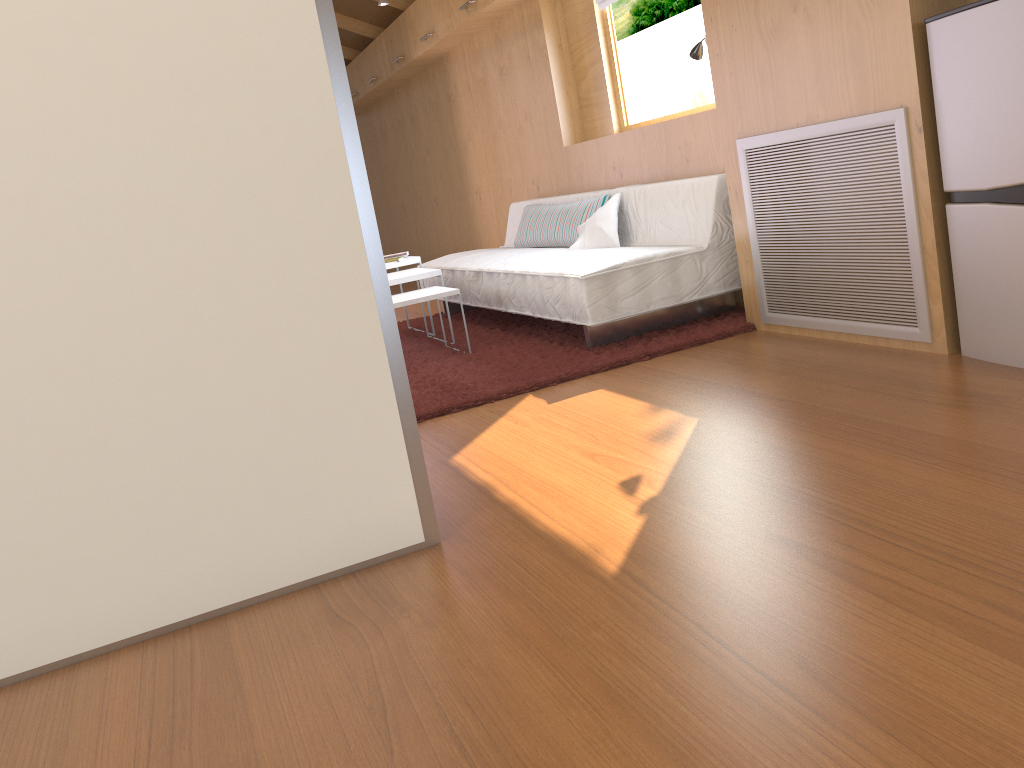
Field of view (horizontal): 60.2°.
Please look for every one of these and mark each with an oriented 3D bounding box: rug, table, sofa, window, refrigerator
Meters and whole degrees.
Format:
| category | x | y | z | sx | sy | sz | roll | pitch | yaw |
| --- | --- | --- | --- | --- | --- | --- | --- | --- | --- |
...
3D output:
| category | x | y | z | sx | sy | sz | roll | pitch | yaw |
| --- | --- | --- | --- | --- | --- | --- | --- | --- | --- |
| rug | -0.099 | -0.229 | 4.454 | 1.897 | 0.020 | 2.497 | -15 | 13 | -20 |
| table | -0.768 | -0.445 | 4.890 | 0.488 | 0.433 | 0.528 | -14 | 11 | -20 |
| table | -0.590 | -0.354 | 4.467 | 0.427 | 0.379 | 0.461 | -14 | 11 | -20 |
| table | -0.433 | -0.263 | 4.102 | 0.344 | 0.305 | 0.372 | -14 | 11 | -20 |
| sofa | 0.219 | -0.657 | 4.671 | 0.868 | 0.621 | 2.370 | -14 | 13 | -20 |
| window | 0.847 | -1.689 | 4.255 | 0.036 | 0.781 | 1.506 | -13 | 12 | -20 |
| refrigerator | 1.463 | -0.532 | 2.284 | 0.263 | 0.976 | 0.718 | -14 | 10 | -20 |

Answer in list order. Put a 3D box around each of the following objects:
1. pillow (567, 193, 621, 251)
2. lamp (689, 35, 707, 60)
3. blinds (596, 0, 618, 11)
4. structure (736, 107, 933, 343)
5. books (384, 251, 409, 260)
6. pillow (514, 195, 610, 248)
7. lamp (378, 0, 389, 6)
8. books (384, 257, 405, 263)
| category | x | y | z | sx | sy | sz | roll | pitch | yaw |
| --- | --- | --- | --- | --- | --- | --- | --- | --- | --- |
| pillow | 0.412 | -0.792 | 4.365 | 0.345 | 0.249 | 0.271 | -3 | 13 | 33 |
| lamp | 0.896 | -0.856 | 3.667 | 0.254 | 1.184 | 0.185 | -2 | 12 | 45 |
| blinds | 0.740 | -2.004 | 4.189 | 0.048 | 0.109 | 1.507 | -14 | 13 | -20 |
| structure | 1.077 | -0.531 | 3.051 | 0.013 | 0.713 | 0.825 | -13 | 11 | -20 |
| books | -0.663 | -0.694 | 4.823 | 0.193 | 0.016 | 0.154 | -11 | 12 | -1 |
| pillow | 0.250 | -0.896 | 4.970 | 0.172 | 0.248 | 1.049 | -14 | 13 | -20 |
| lamp | -2.184 | -2.132 | 5.138 | 3.852 | 0.151 | 0.073 | -15 | 10 | -21 |
| books | -0.682 | -0.656 | 4.743 | 0.193 | 0.016 | 0.155 | -8 | 13 | 9 |
